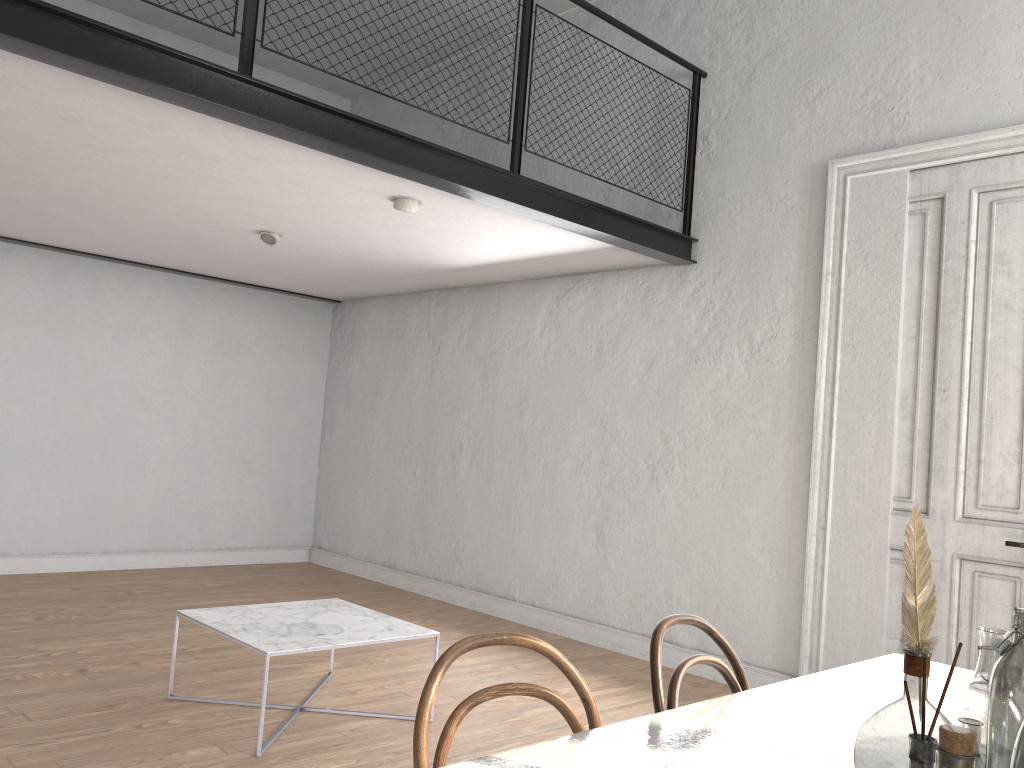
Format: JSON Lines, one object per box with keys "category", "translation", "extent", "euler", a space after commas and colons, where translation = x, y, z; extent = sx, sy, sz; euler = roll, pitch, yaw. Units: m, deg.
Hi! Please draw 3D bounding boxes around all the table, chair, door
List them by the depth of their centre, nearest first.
{"category": "table", "translation": [0.598, 1.017, 1.250], "extent": [2.201, 0.779, 1.100], "euler": [8, -5, -43]}
{"category": "chair", "translation": [0.084, 0.918, 1.408], "extent": [0.438, 0.920, 0.549], "euler": [6, -4, -32]}
{"category": "chair", "translation": [0.532, 0.976, 1.782], "extent": [0.549, 0.920, 0.438], "euler": [1, -4, 42]}
{"category": "table", "translation": [-0.937, 1.265, 3.986], "extent": [0.850, 0.392, 0.849], "euler": [8, -5, -43]}
{"category": "door", "translation": [2.129, 0.309, 4.340], "extent": [0.216, 2.813, 1.097], "euler": [7, -4, -42]}

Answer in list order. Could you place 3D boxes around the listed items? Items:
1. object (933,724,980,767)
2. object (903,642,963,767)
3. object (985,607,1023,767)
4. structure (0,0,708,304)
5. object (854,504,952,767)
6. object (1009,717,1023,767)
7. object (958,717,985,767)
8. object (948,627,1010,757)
{"category": "object", "translation": [0.494, 0.494, 0.993], "extent": [0.101, 0.211, 0.101], "euler": [5, -3, -4]}
{"category": "object", "translation": [0.517, 0.468, 1.118], "extent": [0.106, 0.283, 0.107], "euler": [2, -4, 42]}
{"category": "object", "translation": [0.771, 0.493, 1.344], "extent": [0.086, 0.301, 0.086], "euler": [2, -4, 32]}
{"category": "structure", "translation": [-2.385, -1.652, 4.968], "extent": [5.930, 1.212, 4.157], "euler": [8, -5, -43]}
{"category": "object", "translation": [0.591, 0.403, 1.295], "extent": [0.157, 0.446, 0.157], "euler": [6, -4, -25]}
{"category": "object", "translation": [0.736, 0.505, 1.212], "extent": [0.100, 0.255, 0.098], "euler": [3, -4, 24]}
{"category": "object", "translation": [0.754, 0.603, 1.462], "extent": [0.058, 0.094, 0.058], "euler": [5, -3, -15]}
{"category": "object", "translation": [0.873, 0.560, 1.618], "extent": [0.132, 0.219, 0.132], "euler": [2, -4, 36]}
